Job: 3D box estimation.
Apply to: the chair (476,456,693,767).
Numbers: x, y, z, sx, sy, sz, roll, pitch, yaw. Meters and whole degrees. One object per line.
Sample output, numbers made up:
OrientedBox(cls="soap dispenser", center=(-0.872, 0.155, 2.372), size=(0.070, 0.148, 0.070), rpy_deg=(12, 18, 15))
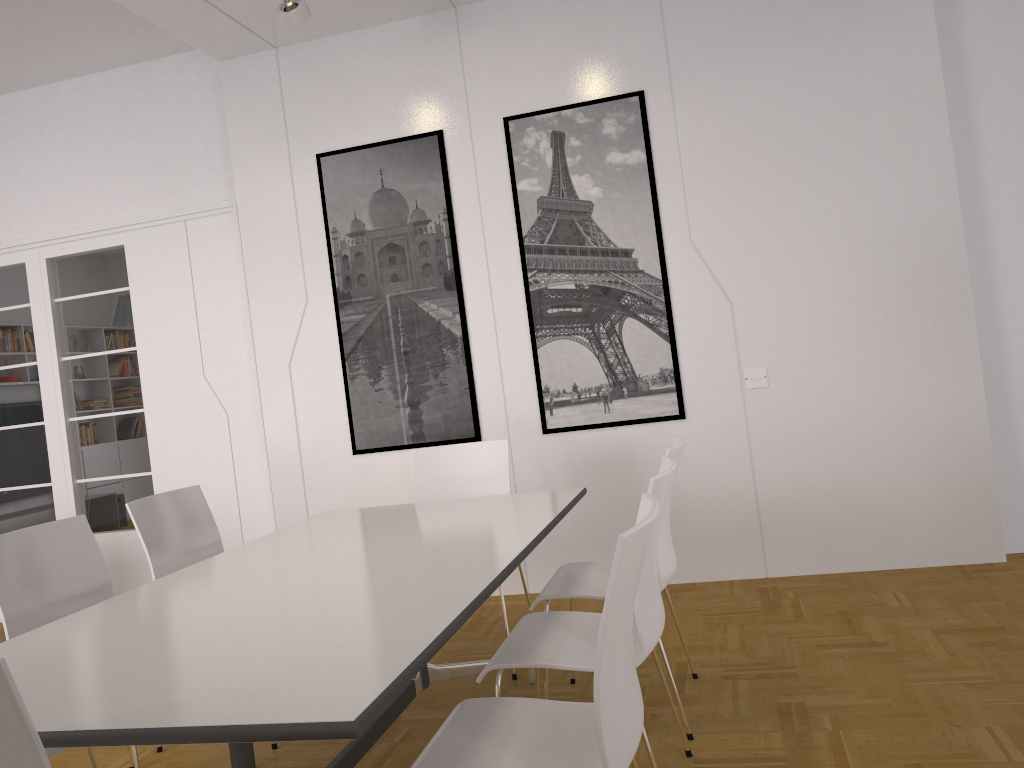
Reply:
OrientedBox(cls="chair", center=(0.233, 0.716, 2.504), size=(0.575, 0.931, 0.561), rpy_deg=(-7, 0, 13))

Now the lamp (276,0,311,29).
OrientedBox(cls="lamp", center=(-1.042, -1.845, 4.159), size=(0.174, 0.364, 0.167), rpy_deg=(-7, 0, -34))

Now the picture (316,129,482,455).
OrientedBox(cls="picture", center=(-0.663, -0.513, 5.104), size=(0.786, 1.780, 0.013), rpy_deg=(-7, -1, 13))

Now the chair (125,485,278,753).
OrientedBox(cls="chair", center=(-1.114, 0.875, 3.519), size=(0.575, 0.931, 0.561), rpy_deg=(-7, 0, 13))

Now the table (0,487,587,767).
OrientedBox(cls="table", center=(-0.505, 0.908, 2.685), size=(1.210, 0.722, 2.412), rpy_deg=(-7, 0, 13))

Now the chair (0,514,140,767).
OrientedBox(cls="chair", center=(-1.276, 0.902, 2.837), size=(0.575, 0.931, 0.561), rpy_deg=(-7, 0, 13))

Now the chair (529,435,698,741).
OrientedBox(cls="chair", center=(0.385, 0.691, 3.147), size=(0.575, 0.931, 0.561), rpy_deg=(-7, 0, 13))

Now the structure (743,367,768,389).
OrientedBox(cls="structure", center=(1.281, -0.032, 4.658), size=(0.114, 0.104, 0.013), rpy_deg=(-7, -1, 13))

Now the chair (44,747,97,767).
OrientedBox(cls="chair", center=(-1.429, 0.928, 2.194), size=(0.575, 0.931, 0.561), rpy_deg=(-7, 0, 13))

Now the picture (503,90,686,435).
OrientedBox(cls="picture", center=(0.438, -0.649, 4.839), size=(0.786, 1.780, 0.016), rpy_deg=(-7, -1, 13))

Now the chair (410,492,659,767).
OrientedBox(cls="chair", center=(0.071, 0.743, 1.822), size=(0.575, 0.931, 0.561), rpy_deg=(-7, 0, 13))

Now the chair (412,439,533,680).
OrientedBox(cls="chair", center=(-0.243, 0.755, 3.921), size=(0.560, 0.931, 0.575), rpy_deg=(-7, 0, 13))

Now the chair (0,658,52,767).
OrientedBox(cls="chair", center=(-0.816, 0.858, 1.502), size=(0.560, 0.931, 0.575), rpy_deg=(-7, 0, 13))
